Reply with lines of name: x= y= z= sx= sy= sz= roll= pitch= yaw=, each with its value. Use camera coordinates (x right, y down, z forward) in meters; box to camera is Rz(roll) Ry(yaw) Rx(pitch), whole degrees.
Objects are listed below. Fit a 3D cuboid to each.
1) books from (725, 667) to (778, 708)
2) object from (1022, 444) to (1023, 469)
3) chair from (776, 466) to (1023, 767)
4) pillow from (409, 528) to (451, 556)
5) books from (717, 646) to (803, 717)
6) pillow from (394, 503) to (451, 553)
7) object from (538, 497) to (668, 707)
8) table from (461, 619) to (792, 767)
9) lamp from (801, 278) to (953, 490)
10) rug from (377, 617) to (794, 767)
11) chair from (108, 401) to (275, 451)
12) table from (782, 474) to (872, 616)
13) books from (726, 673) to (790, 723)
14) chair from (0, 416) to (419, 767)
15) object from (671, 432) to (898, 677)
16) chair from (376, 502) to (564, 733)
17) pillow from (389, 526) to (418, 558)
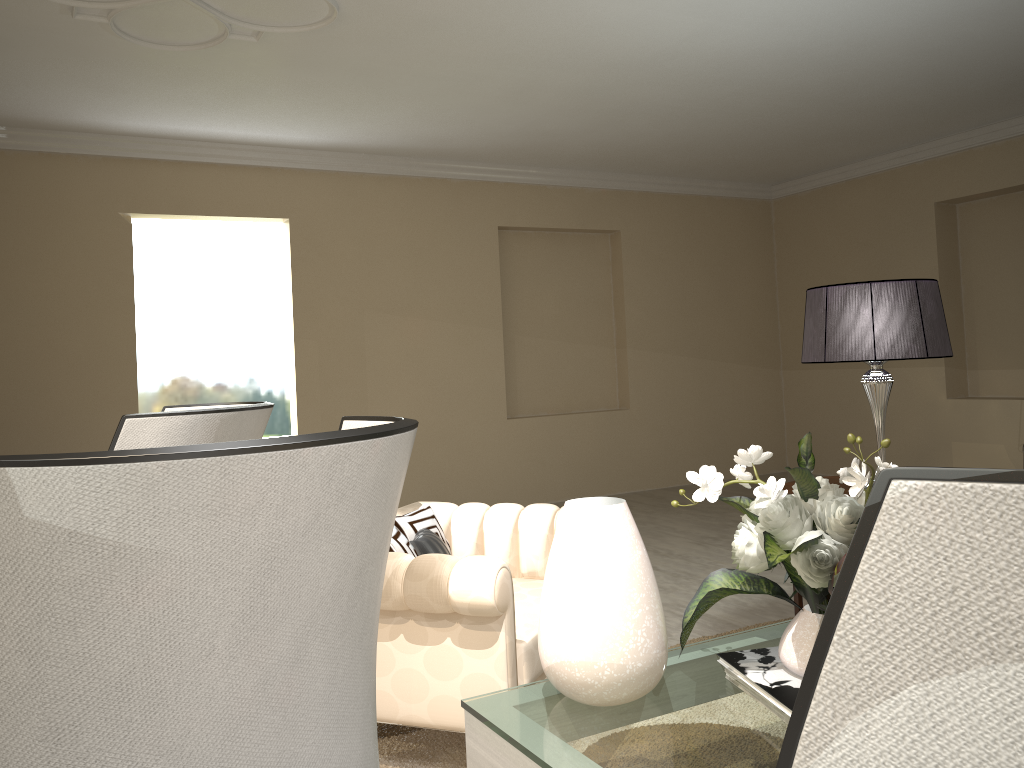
books: x=0.601 y=0.577 z=1.689 sx=0.254 sy=0.019 sz=0.336 roll=-3 pitch=1 yaw=-14
object: x=0.897 y=0.344 z=1.303 sx=0.236 sy=0.506 sz=0.236 roll=-2 pitch=-2 yaw=-30
chair: x=-0.001 y=0.512 z=0.167 sx=0.541 sy=0.953 sz=0.457 roll=-3 pitch=-1 yaw=27
pillow: x=-0.224 y=0.508 z=2.458 sx=0.127 sy=0.187 sz=0.238 roll=-3 pitch=0 yaw=7
books: x=0.590 y=0.560 z=1.691 sx=0.274 sy=0.016 sz=0.341 roll=-3 pitch=1 yaw=-11
pillow: x=-0.274 y=0.486 z=2.626 sx=0.164 sy=0.223 sz=0.251 roll=-3 pitch=0 yaw=25
object: x=0.177 y=0.429 z=1.773 sx=0.252 sy=0.386 sz=0.251 roll=-2 pitch=-1 yaw=-33
table: x=0.676 y=0.777 z=1.452 sx=1.058 sy=0.345 sz=1.298 roll=-3 pitch=1 yaw=-28
lamp: x=1.228 y=0.006 z=2.983 sx=0.473 sy=0.683 sz=0.474 roll=-3 pitch=-1 yaw=37
rug: x=1.240 y=0.878 z=1.663 sx=2.673 sy=0.022 sz=2.966 roll=-3 pitch=1 yaw=-28
chair: x=-0.617 y=0.518 z=1.328 sx=0.542 sy=0.953 sz=0.457 roll=-3 pitch=-1 yaw=-13
table: x=1.257 y=0.597 z=2.963 sx=0.675 sy=0.499 sz=0.673 roll=-3 pitch=0 yaw=-31
books: x=0.602 y=0.596 z=1.695 sx=0.254 sy=0.019 sz=0.343 roll=-3 pitch=1 yaw=-12
chair: x=-0.310 y=0.515 z=0.745 sx=0.540 sy=0.953 sz=0.458 roll=-4 pitch=-2 yaw=37
object: x=0.619 y=0.320 z=1.703 sx=0.511 sy=0.475 sz=0.546 roll=-3 pitch=0 yaw=-27
chair: x=-0.196 y=0.659 z=2.423 sx=0.733 sy=0.552 sz=0.850 roll=-3 pitch=0 yaw=22
pillow: x=-0.315 y=0.486 z=2.315 sx=0.183 sy=0.249 sz=0.280 roll=-3 pitch=0 yaw=-5
